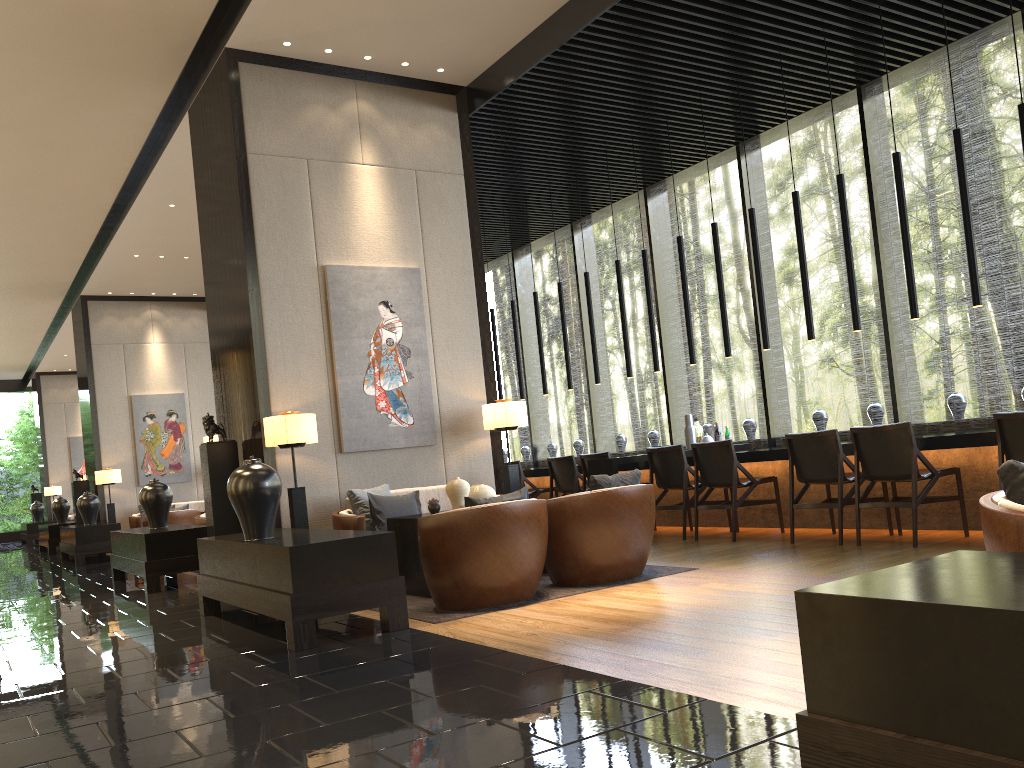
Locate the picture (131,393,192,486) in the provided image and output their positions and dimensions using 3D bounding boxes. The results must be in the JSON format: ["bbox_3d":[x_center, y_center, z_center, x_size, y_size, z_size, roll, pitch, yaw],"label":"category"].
[{"bbox_3d":[-5.836,0.915,14.775,0.833,1.499,0.037,-4,-2,-33],"label":"picture"}]

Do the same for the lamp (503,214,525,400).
[{"bbox_3d":[0.014,-1.001,11.212,0.060,2.416,0.060,-5,-2,-38],"label":"lamp"}]

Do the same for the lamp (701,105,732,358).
[{"bbox_3d":[1.890,-1.446,8.255,0.060,2.416,0.060,-5,-2,-38],"label":"lamp"}]

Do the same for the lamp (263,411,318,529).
[{"bbox_3d":[-1.568,0.879,6.481,0.375,1.345,0.375,-6,-2,18],"label":"lamp"}]

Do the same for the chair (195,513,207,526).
[{"bbox_3d":[-3.087,1.691,9.780,0.802,0.603,0.609,-3,-4,-33],"label":"chair"}]

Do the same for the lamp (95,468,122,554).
[{"bbox_3d":[-6.336,2.008,13.998,0.374,1.348,0.376,-5,-2,-14],"label":"lamp"}]

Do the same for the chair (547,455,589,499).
[{"bbox_3d":[0.704,1.152,9.283,0.562,0.825,0.528,-4,-3,-33],"label":"chair"}]

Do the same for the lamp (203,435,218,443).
[{"bbox_3d":[-2.532,1.122,8.004,0.375,1.317,0.375,-6,-2,11],"label":"lamp"}]

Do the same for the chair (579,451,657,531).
[{"bbox_3d":[1.011,1.079,8.799,0.562,0.825,0.528,-4,-3,-33],"label":"chair"}]

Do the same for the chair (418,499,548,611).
[{"bbox_3d":[-0.112,0.999,5.249,0.802,0.603,0.609,-3,-4,-33],"label":"chair"}]

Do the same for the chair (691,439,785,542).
[{"bbox_3d":[1.859,0.878,7.462,0.562,0.825,0.528,-4,-3,-33],"label":"chair"}]

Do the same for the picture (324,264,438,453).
[{"bbox_3d":[-1.061,-0.218,7.245,0.833,1.499,0.037,-4,-2,-33],"label":"picture"}]

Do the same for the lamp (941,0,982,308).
[{"bbox_3d":[3.154,-1.745,6.262,0.060,2.416,0.060,-5,-2,-38],"label":"lamp"}]

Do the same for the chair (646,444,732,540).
[{"bbox_3d":[1.552,0.951,7.946,0.562,0.825,0.528,-4,-3,-33],"label":"chair"}]

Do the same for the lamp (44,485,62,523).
[{"bbox_3d":[-11.138,3.147,21.570,0.375,1.348,0.375,-6,-2,-3],"label":"lamp"}]

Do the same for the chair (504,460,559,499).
[{"bbox_3d":[0.163,1.280,10.136,0.562,0.825,0.528,-4,-3,-33],"label":"chair"}]

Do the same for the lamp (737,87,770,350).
[{"bbox_3d":[2.133,-1.503,7.870,0.060,2.416,0.060,-5,-2,-38],"label":"lamp"}]

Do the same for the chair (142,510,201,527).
[{"bbox_3d":[-4.850,2.123,12.721,0.802,0.603,0.609,-3,-4,-33],"label":"chair"}]

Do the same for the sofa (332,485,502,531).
[{"bbox_3d":[-0.702,1.156,6.908,1.446,0.692,0.605,-3,-4,-33],"label":"sofa"}]

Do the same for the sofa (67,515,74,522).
[{"bbox_3d":[-10.262,3.423,21.980,1.446,0.692,0.605,-3,-4,-33],"label":"sofa"}]

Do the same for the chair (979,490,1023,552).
[{"bbox_3d":[1.626,0.573,2.350,0.802,0.603,0.609,-3,-4,-33],"label":"chair"}]

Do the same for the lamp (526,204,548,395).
[{"bbox_3d":[0.287,-1.066,10.781,0.060,2.416,0.060,-5,-2,-38],"label":"lamp"}]

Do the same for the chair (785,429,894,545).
[{"bbox_3d":[2.400,0.750,6.609,0.562,0.825,0.528,-4,-3,-33],"label":"chair"}]

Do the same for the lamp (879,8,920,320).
[{"bbox_3d":[2.898,-1.685,6.664,0.060,2.416,0.060,-5,-2,-28],"label":"lamp"}]

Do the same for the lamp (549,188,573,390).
[{"bbox_3d":[0.562,-1.131,10.348,0.060,2.416,0.060,-5,-2,-38],"label":"lamp"}]

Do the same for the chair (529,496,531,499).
[{"bbox_3d":[-0.144,1.353,10.621,0.562,0.825,0.528,-4,-3,-33],"label":"chair"}]

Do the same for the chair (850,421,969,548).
[{"bbox_3d":[2.708,0.677,6.125,0.562,0.825,0.528,-4,-3,-33],"label":"chair"}]

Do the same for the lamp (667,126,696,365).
[{"bbox_3d":[1.641,-1.387,8.646,0.060,2.416,0.060,-5,-2,-38],"label":"lamp"}]

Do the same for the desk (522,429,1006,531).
[{"bbox_3d":[-1.036,1.656,12.724,1.776,0.758,28.864,-3,-6,-33],"label":"desk"}]

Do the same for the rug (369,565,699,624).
[{"bbox_3d":[-0.190,1.390,6.222,1.954,0.008,2.252,-3,-6,-33],"label":"rug"}]

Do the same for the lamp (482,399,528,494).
[{"bbox_3d":[-0.005,0.804,7.485,0.375,1.348,0.375,-6,-2,-3],"label":"lamp"}]

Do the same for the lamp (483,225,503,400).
[{"bbox_3d":[-0.258,-0.936,11.640,0.060,2.416,0.060,-5,-2,-38],"label":"lamp"}]

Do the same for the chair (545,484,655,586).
[{"bbox_3d":[0.606,0.966,5.710,0.802,0.603,0.609,-3,-4,-33],"label":"chair"}]

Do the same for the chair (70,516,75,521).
[{"bbox_3d":[-9.671,3.266,20.321,0.802,0.603,0.609,-3,-4,-33],"label":"chair"}]

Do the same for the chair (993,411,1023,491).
[{"bbox_3d":[3.249,0.549,5.272,0.562,0.825,0.528,-4,-3,-33],"label":"chair"}]

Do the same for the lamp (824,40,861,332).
[{"bbox_3d":[2.630,-1.621,7.087,0.060,2.416,0.060,-5,-2,-38],"label":"lamp"}]

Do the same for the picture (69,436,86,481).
[{"bbox_3d":[-10.648,2.056,22.361,0.833,1.499,0.037,-4,-2,-33],"label":"picture"}]

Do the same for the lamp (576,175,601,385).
[{"bbox_3d":[0.837,-1.196,9.914,0.060,2.416,0.060,-5,-2,-38],"label":"lamp"}]

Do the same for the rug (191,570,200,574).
[{"bbox_3d":[-2.179,1.861,9.358,2.037,0.008,2.252,-3,-6,-33],"label":"rug"}]

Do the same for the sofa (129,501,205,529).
[{"bbox_3d":[-5.441,2.280,14.380,1.446,0.692,0.605,-3,-4,-33],"label":"sofa"}]

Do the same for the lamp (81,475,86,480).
[{"bbox_3d":[-7.301,2.237,15.520,0.374,1.348,0.376,-5,-2,-14],"label":"lamp"}]
